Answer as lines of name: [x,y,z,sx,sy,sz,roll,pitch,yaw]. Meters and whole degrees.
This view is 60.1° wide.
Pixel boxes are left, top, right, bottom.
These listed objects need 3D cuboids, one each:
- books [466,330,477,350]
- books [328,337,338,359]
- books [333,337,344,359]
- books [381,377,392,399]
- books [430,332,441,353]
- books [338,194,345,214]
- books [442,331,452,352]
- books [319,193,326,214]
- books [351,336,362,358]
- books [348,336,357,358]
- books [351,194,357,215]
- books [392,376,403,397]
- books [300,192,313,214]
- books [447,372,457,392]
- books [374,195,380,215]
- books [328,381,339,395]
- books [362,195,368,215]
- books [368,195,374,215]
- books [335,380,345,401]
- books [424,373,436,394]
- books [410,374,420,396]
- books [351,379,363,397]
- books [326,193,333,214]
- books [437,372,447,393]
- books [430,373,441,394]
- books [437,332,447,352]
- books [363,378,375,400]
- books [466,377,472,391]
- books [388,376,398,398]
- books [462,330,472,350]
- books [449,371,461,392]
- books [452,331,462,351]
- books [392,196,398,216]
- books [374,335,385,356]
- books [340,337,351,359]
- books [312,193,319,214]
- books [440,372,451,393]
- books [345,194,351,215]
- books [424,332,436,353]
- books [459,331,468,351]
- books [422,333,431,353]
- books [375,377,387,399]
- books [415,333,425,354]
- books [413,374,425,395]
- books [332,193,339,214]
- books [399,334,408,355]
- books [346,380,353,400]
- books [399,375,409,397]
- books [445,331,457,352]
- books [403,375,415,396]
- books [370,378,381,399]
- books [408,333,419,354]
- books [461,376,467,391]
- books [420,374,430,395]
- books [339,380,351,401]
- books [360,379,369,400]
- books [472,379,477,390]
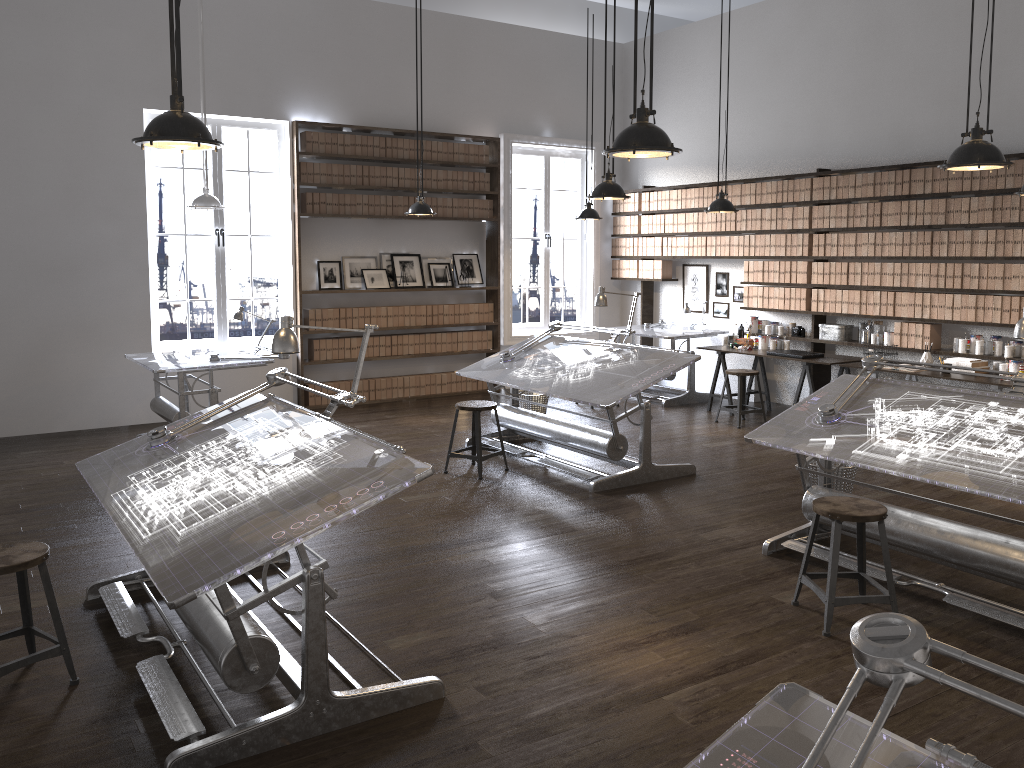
books: [-0.486,-0.524,10.569,0.067,0.225,0.175,-4,7,-33]
books: [-1.953,-0.388,9.630,0.067,0.224,0.175,-4,7,-33]
books: [-1.894,-0.393,9.667,0.067,0.224,0.175,-4,7,-33]
books: [-1.425,0.042,10.008,0.067,0.225,0.175,-4,7,-33]
books: [-0.893,-0.486,10.307,0.067,0.224,0.175,-4,7,-33]
books: [-1.865,-1.932,9.542,0.067,0.224,0.175,-4,7,-33]
books: [-0.777,-0.498,10.390,0.067,0.224,0.175,-4,7,-33]
books: [-2.044,-1.916,9.428,0.067,0.224,0.175,-4,7,-33]
books: [-1.721,-0.409,9.778,0.067,0.224,0.175,-4,7,-33]
books: [-1.773,-0.404,9.742,0.067,0.224,0.175,-4,7,-33]
books: [-1.751,-1.943,9.614,0.067,0.224,0.175,-4,7,-33]
books: [-1.305,0.030,10.089,0.067,0.224,0.175,-4,7,-33]
books: [-2.169,-1.904,9.347,0.067,0.224,0.175,-4,7,-33]
books: [-0.726,-0.024,10.459,0.067,0.225,0.175,-4,7,-33]
books: [-1.522,-1.964,9.765,0.067,0.224,0.175,-4,7,-33]
books: [-1.952,0.090,9.673,0.067,0.224,0.175,-4,7,-33]
books: [-1.636,-1.953,9.685,0.067,0.225,0.175,-4,7,-33]
books: [-1.579,-1.959,9.726,0.067,0.224,0.175,-4,7,-33]
books: [-1.893,0.085,9.706,0.067,0.225,0.175,-4,7,-33]
books: [-0.957,-0.003,10.316,0.067,0.224,0.175,-4,7,-33]
books: [-1.130,0.013,10.204,0.067,0.224,0.175,-4,7,-33]
books: [-1.719,0.069,9.820,0.067,0.224,0.175,-4,7,-33]
books: [-1.981,-1.921,9.462,0.067,0.224,0.175,-4,7,-33]
books: [-0.836,-0.014,10.392,0.067,0.224,0.175,-4,7,-33]
books: [-0.896,-0.008,10.351,0.067,0.225,0.175,-4,7,-33]
books: [-0.834,-0.492,10.349,0.067,0.224,0.175,-4,7,-33]
books: [-1.596,0.057,9.899,0.067,0.225,0.175,-4,7,-33]
books: [-0.551,-0.040,10.574,0.067,0.224,0.175,-4,7,-33]
books: [-1.364,0.036,10.047,0.067,0.224,0.175,-4,7,-33]
books: [-0.545,-0.519,10.537,0.067,0.224,0.175,-4,7,-33]
books: [-0.672,-0.030,10.501,0.067,0.224,0.175,-4,7,-33]
books: [-0.656,-0.508,10.461,0.067,0.225,0.175,-4,7,-33]
books: [-1.338,-1.980,9.875,0.067,0.225,0.175,-4,7,-33]
books: [-1.488,-0.430,9.925,0.067,0.224,0.175,-4,7,-33]
books: [-1.833,-0.398,9.702,0.067,0.225,0.175,-4,7,-33]
books: [-2.104,-1.909,9.382,0.067,0.225,0.175,-4,7,-33]
books: [-0.784,-0.019,10.427,0.067,0.224,0.175,-4,7,-33]
books: [-1.805,-1.937,9.574,0.067,0.225,0.175,-4,7,-33]
books: [-0.953,-0.480,10.268,0.067,0.225,0.175,-4,7,-33]
books: [-0.597,-0.514,10.502,0.067,0.224,0.175,-4,7,-33]
books: [-1.009,-0.476,10.237,0.067,0.224,0.175,-4,7,-33]
books: [-1.480,0.046,9.977,0.067,0.224,0.175,-4,7,-33]
books: [-1.072,-0.470,10.197,0.067,0.224,0.175,-4,7,-33]
books: [-1.072,0.009,10.236,0.067,0.225,0.175,-4,7,-33]
books: [-1.924,-1.927,9.504,0.067,0.224,0.175,-4,7,-33]
books: [-1.247,-0.453,10.078,0.067,0.224,0.175,-4,7,-33]
books: [-1.781,0.074,9.786,0.067,0.224,0.175,-4,7,-33]
books: [-1.242,0.024,10.128,0.067,0.225,0.175,-4,7,-33]
books: [-0.718,-0.503,10.426,0.067,0.224,0.175,-4,7,-33]
books: [-1.182,0.018,10.169,0.067,0.224,0.175,-4,7,-33]
books: [-1.537,0.051,9.944,0.067,0.224,0.175,-4,7,-33]
books: [-1.131,-0.465,10.161,0.067,0.224,0.175,-4,7,-33]
books: [-0.613,-0.035,10.539,0.067,0.224,0.175,-4,7,-33]
books: [-1.017,0.002,10.280,0.067,0.224,0.175,-4,7,-33]
books: [-1.840,0.079,9.747,0.067,0.224,0.175,-4,7,-33]
books: [-1.662,0.062,9.863,0.067,0.224,0.175,-4,7,-33]
books: [-0.494,-0.046,10.617,0.067,0.224,0.175,-4,7,-33]
